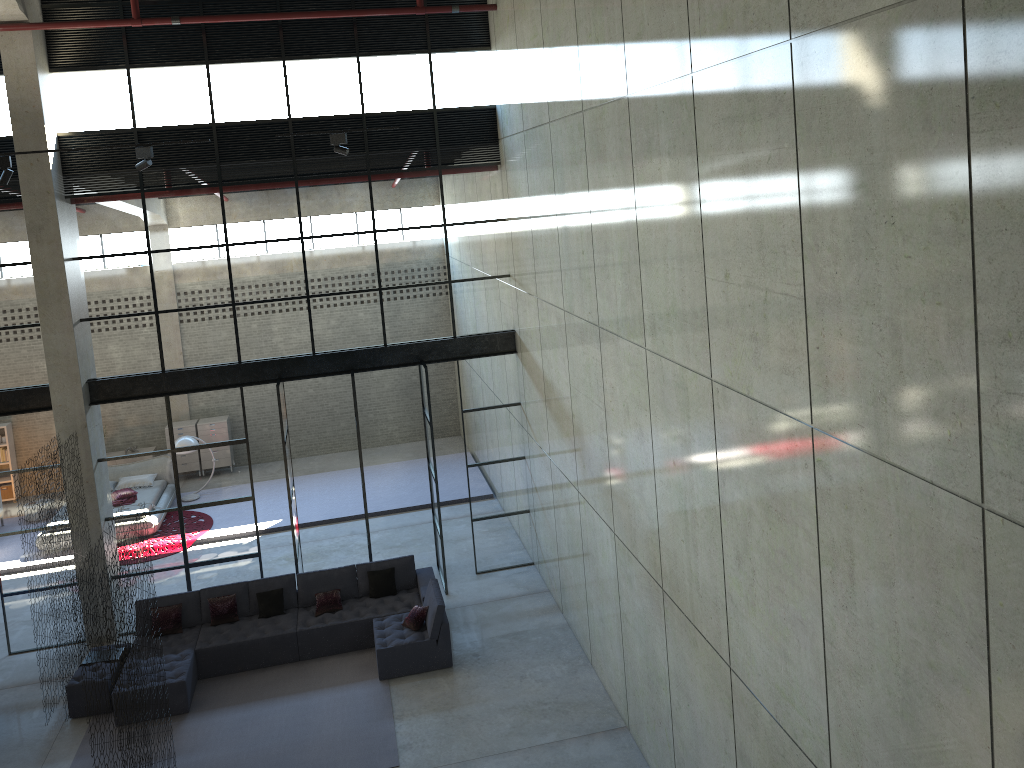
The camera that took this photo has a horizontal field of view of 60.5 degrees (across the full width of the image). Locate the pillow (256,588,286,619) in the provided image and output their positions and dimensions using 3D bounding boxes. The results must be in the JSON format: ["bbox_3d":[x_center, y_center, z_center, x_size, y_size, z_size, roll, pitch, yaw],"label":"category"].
[{"bbox_3d":[-3.375,3.086,12.295,0.385,0.330,0.221,-7,8,-14],"label":"pillow"}]

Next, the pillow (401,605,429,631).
[{"bbox_3d":[-1.263,3.067,11.659,0.343,0.284,0.347,-12,12,-37],"label":"pillow"}]

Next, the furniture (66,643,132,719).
[{"bbox_3d":[-5.312,3.811,11.356,0.509,0.448,0.978,-6,11,-6],"label":"furniture"}]

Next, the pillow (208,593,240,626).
[{"bbox_3d":[-4.002,3.135,12.168,0.407,0.372,0.195,-7,7,-11],"label":"pillow"}]

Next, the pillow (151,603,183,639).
[{"bbox_3d":[-4.727,3.243,12.011,0.414,0.340,0.239,-7,8,-10],"label":"pillow"}]

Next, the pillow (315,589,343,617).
[{"bbox_3d":[-2.585,3.075,12.357,0.384,0.228,0.331,-7,10,-11],"label":"pillow"}]

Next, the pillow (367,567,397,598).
[{"bbox_3d":[-1.866,2.865,12.608,0.402,0.378,0.200,-7,7,-11],"label":"pillow"}]

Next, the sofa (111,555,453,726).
[{"bbox_3d":[-2.997,3.313,11.778,4.160,0.858,1.857,-7,12,-11],"label":"sofa"}]

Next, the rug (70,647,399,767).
[{"bbox_3d":[-3.256,4.088,10.407,3.637,0.020,2.695,-7,13,-11],"label":"rug"}]

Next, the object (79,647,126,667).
[{"bbox_3d":[-5.345,3.601,11.481,0.518,0.098,0.306,-6,12,-6],"label":"object"}]
